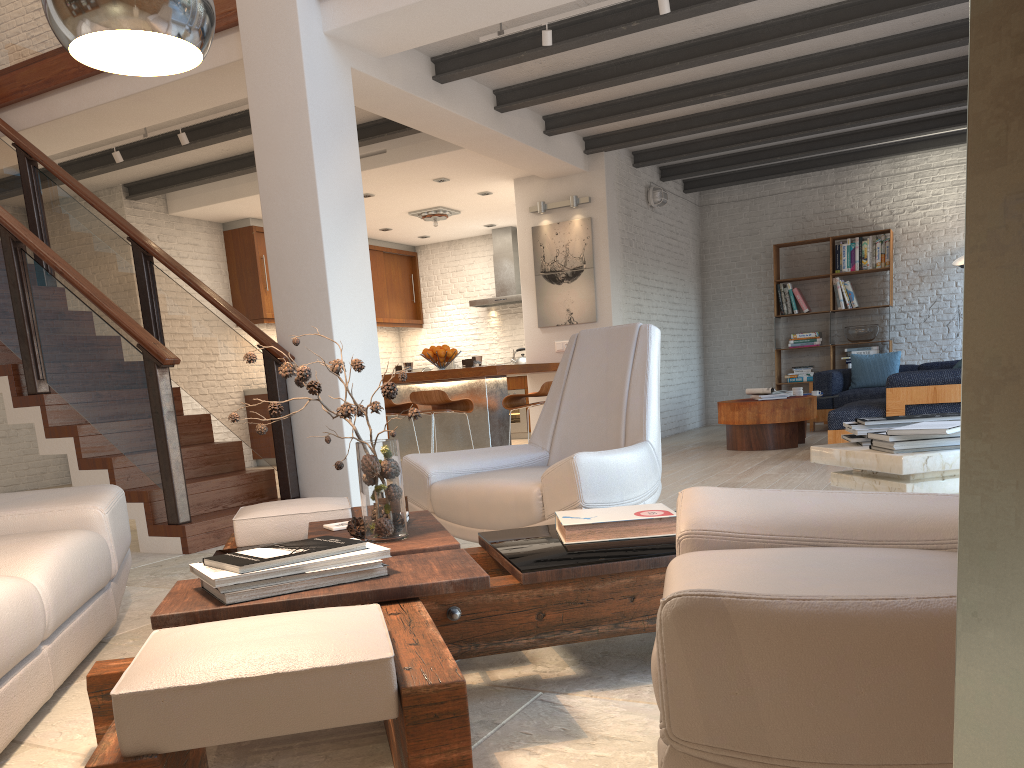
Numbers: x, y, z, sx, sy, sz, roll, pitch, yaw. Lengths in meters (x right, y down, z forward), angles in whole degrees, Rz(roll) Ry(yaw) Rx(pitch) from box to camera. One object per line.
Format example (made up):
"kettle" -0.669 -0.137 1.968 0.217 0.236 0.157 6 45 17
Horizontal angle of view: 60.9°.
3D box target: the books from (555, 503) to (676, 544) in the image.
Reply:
"books" 0.298 0.401 2.522 0.326 0.057 0.250 -4 1 -2

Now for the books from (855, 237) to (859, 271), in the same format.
"books" 4.125 -1.535 10.385 0.036 0.392 0.238 1 9 28

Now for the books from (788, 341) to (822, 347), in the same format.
"books" 3.652 -0.496 10.856 0.380 0.037 0.239 -4 1 23

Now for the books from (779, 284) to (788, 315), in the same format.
"books" 3.410 -1.051 10.879 0.091 0.393 0.238 1 9 28

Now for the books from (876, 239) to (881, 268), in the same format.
"books" 4.336 -1.523 10.284 0.055 0.337 0.248 1 9 28

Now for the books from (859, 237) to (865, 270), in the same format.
"books" 4.162 -1.538 10.376 0.036 0.392 0.238 1 9 28

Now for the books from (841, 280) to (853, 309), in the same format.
"books" 4.063 -1.078 10.539 0.124 0.356 0.265 1 8 28

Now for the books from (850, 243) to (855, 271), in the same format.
"books" 4.094 -1.505 10.429 0.055 0.337 0.248 1 9 28

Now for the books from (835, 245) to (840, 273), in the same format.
"books" 3.943 -1.494 10.510 0.055 0.337 0.248 1 9 28

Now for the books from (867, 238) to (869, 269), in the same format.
"books" 4.238 -1.530 10.339 0.021 0.367 0.265 1 9 28

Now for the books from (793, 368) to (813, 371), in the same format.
"books" 3.657 -0.187 10.957 0.237 0.019 0.167 -4 0 21

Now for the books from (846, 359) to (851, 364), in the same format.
"books" 4.233 -0.288 10.587 0.327 0.057 0.250 -4 1 23

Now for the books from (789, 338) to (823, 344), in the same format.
"books" 3.656 -0.533 10.838 0.380 0.037 0.239 -4 1 22

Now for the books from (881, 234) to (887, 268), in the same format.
"books" 4.379 -1.554 10.261 0.036 0.392 0.238 1 9 28

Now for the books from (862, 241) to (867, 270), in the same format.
"books" 4.198 -1.512 10.346 0.055 0.337 0.248 1 9 28

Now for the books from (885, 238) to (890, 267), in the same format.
"books" 4.432 -1.530 10.258 0.055 0.337 0.248 1 9 28

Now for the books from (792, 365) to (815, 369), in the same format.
"books" 3.654 -0.213 10.931 0.252 0.017 0.159 -4 0 28

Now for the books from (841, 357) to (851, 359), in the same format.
"books" 4.251 -0.328 10.583 0.445 0.021 0.267 -4 0 28

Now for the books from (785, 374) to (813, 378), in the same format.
"books" 3.646 -0.105 10.959 0.380 0.037 0.239 -4 1 28

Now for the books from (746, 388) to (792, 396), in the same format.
"books" 2.409 0.085 8.176 0.270 0.111 0.319 -5 2 -29

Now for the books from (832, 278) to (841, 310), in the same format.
"books" 3.964 -1.088 10.593 0.101 0.392 0.238 1 9 28

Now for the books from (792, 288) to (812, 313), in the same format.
"books" 3.593 -1.031 10.801 0.195 0.326 0.249 0 8 28

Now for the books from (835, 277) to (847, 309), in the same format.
"books" 3.986 -1.089 10.555 0.103 0.392 0.238 1 9 28

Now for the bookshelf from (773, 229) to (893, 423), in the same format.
"bookshelf" 3.928 -0.642 10.673 1.318 2.253 0.355 0 11 27

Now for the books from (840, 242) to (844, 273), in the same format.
"books" 3.976 -1.511 10.488 0.021 0.367 0.265 1 9 28

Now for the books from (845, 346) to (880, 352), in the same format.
"books" 4.254 -0.423 10.576 0.380 0.037 0.239 -4 1 28

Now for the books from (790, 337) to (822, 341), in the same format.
"books" 3.661 -0.563 10.851 0.356 0.021 0.267 -4 0 26

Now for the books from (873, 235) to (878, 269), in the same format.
"books" 4.296 -1.548 10.305 0.036 0.392 0.238 1 9 28

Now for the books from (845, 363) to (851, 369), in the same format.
"books" 4.267 -0.229 10.596 0.380 0.066 0.239 -4 1 15

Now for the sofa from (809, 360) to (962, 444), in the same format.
"sofa" 3.718 0.159 8.180 2.083 0.674 3.873 -4 1 28

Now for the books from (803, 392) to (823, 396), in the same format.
"books" 3.088 0.109 9.073 0.230 0.023 0.160 -4 0 -14

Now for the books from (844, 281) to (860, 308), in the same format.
"books" 4.099 -1.072 10.506 0.158 0.336 0.248 0 8 28

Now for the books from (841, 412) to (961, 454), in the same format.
"books" 1.290 0.154 2.754 0.390 0.081 0.557 -4 0 12

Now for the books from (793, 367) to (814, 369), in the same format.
"books" 3.659 -0.201 10.946 0.243 0.008 0.153 -4 0 28

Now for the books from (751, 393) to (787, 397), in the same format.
"books" 2.384 0.101 8.104 0.253 0.011 0.312 -4 0 2

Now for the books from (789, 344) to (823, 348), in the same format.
"books" 3.666 -0.468 10.862 0.356 0.021 0.267 -4 0 28

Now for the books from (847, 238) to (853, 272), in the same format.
"books" 4.044 -1.529 10.434 0.036 0.392 0.238 1 9 28

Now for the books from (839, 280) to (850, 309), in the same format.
"books" 4.039 -1.076 10.541 0.124 0.356 0.265 1 8 28

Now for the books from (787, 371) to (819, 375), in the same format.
"books" 3.653 -0.134 10.937 0.380 0.018 0.239 -4 0 21

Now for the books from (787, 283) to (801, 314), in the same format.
"books" 3.499 -1.055 10.819 0.121 0.390 0.238 1 9 28

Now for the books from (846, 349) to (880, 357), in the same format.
"books" 4.264 -0.372 10.587 0.380 0.066 0.239 -4 1 22

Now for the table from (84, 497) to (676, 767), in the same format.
"table" -0.065 0.590 2.445 1.964 0.438 2.173 -4 1 -11

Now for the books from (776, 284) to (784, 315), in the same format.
"books" 3.373 -1.047 10.890 0.091 0.393 0.238 1 9 28

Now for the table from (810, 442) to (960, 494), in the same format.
"table" 1.338 0.446 2.858 0.493 0.515 0.486 -5 6 -12

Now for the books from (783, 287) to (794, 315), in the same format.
"books" 3.466 -1.029 10.876 0.102 0.341 0.248 1 9 28

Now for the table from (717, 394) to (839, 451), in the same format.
"table" 2.583 0.353 8.667 1.077 0.455 1.796 -3 1 34

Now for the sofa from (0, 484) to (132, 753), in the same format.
"sofa" -1.797 0.556 2.198 1.140 0.770 2.296 -5 1 -12

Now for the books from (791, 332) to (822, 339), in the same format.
"books" 3.665 -0.602 10.838 0.327 0.057 0.250 -4 1 30

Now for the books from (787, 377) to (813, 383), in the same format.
"books" 3.664 -0.060 10.950 0.326 0.057 0.250 -4 1 38

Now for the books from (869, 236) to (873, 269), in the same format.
"books" 4.269 -1.546 10.334 0.036 0.392 0.238 1 9 28

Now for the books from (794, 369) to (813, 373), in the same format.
"books" 3.661 -0.161 10.954 0.206 0.034 0.130 -4 1 28

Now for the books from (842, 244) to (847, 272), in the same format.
"books" 4.003 -1.498 10.457 0.055 0.337 0.248 1 9 28
